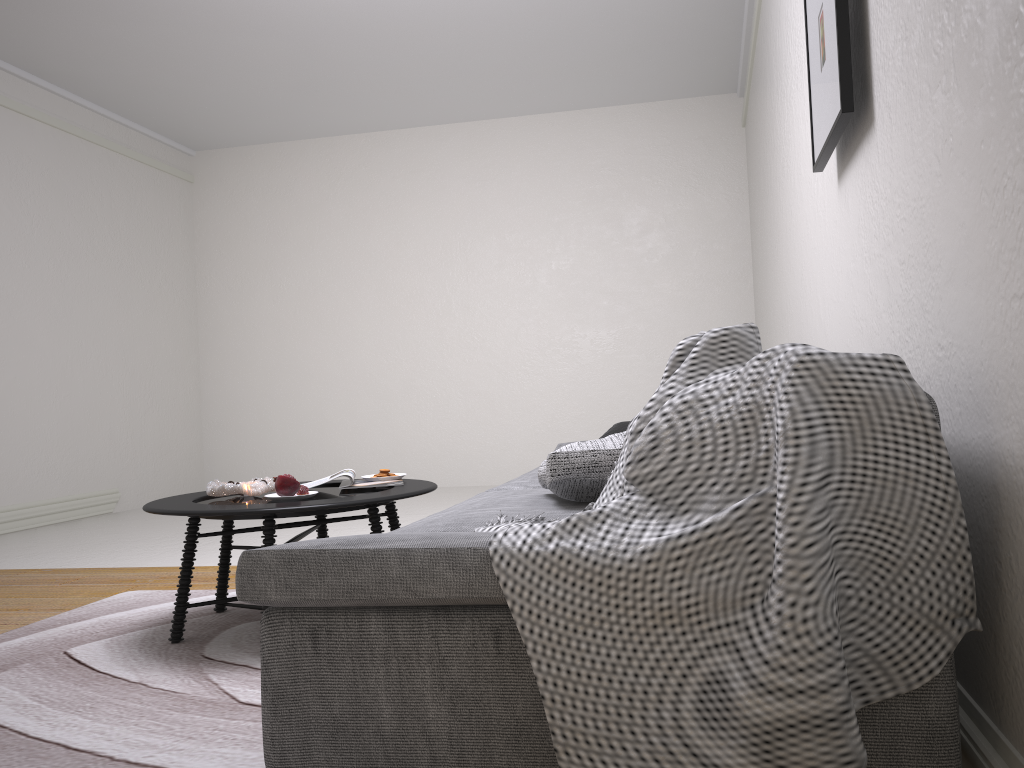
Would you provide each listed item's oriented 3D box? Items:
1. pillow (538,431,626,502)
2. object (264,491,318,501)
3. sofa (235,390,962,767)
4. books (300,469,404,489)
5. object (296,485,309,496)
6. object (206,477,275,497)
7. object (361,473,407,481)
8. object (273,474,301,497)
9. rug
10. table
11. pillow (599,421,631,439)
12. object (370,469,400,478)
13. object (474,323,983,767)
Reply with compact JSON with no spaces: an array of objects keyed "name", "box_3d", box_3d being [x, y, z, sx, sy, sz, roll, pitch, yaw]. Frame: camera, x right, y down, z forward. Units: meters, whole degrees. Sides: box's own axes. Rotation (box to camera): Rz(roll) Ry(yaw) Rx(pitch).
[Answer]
[{"name":"pillow","box_3d":[0.271,0.213,2.264,0.406,0.194,0.404,-3,-1,-2]},{"name":"object","box_3d":[-0.712,0.362,2.861,0.171,0.015,0.164,-2,-1,-33]},{"name":"sofa","box_3d":[0.419,0.378,2.798,1.094,0.772,3.080,-3,-1,12]},{"name":"books","box_3d":[-0.581,0.337,3.170,0.375,0.048,0.303,-3,-1,-10]},{"name":"object","box_3d":[-0.687,0.349,2.912,0.035,0.036,0.044,-3,-1,21]},{"name":"object","box_3d":[-0.908,0.352,3.029,0.250,0.062,0.257,-3,-1,19]},{"name":"object","box_3d":[-0.476,0.347,3.295,0.168,0.015,0.167,-3,-1,-6]},{"name":"object","box_3d":[-0.720,0.328,2.851,0.090,0.082,0.108,-2,-2,-44]},{"name":"rug","box_3d":[-1.045,0.789,1.675,1.937,0.008,3.735,-3,-1,12]},{"name":"table","box_3d":[-0.715,0.589,2.979,0.938,0.449,0.949,-3,-1,9]},{"name":"pillow","box_3d":[0.542,0.237,3.729,0.414,0.268,0.409,-3,-1,32]},{"name":"object","box_3d":[-0.475,0.334,3.297,0.122,0.036,0.117,-2,-1,-27]},{"name":"object","box_3d":[0.226,0.329,1.528,0.629,0.866,0.871,-2,-1,-23]}]
